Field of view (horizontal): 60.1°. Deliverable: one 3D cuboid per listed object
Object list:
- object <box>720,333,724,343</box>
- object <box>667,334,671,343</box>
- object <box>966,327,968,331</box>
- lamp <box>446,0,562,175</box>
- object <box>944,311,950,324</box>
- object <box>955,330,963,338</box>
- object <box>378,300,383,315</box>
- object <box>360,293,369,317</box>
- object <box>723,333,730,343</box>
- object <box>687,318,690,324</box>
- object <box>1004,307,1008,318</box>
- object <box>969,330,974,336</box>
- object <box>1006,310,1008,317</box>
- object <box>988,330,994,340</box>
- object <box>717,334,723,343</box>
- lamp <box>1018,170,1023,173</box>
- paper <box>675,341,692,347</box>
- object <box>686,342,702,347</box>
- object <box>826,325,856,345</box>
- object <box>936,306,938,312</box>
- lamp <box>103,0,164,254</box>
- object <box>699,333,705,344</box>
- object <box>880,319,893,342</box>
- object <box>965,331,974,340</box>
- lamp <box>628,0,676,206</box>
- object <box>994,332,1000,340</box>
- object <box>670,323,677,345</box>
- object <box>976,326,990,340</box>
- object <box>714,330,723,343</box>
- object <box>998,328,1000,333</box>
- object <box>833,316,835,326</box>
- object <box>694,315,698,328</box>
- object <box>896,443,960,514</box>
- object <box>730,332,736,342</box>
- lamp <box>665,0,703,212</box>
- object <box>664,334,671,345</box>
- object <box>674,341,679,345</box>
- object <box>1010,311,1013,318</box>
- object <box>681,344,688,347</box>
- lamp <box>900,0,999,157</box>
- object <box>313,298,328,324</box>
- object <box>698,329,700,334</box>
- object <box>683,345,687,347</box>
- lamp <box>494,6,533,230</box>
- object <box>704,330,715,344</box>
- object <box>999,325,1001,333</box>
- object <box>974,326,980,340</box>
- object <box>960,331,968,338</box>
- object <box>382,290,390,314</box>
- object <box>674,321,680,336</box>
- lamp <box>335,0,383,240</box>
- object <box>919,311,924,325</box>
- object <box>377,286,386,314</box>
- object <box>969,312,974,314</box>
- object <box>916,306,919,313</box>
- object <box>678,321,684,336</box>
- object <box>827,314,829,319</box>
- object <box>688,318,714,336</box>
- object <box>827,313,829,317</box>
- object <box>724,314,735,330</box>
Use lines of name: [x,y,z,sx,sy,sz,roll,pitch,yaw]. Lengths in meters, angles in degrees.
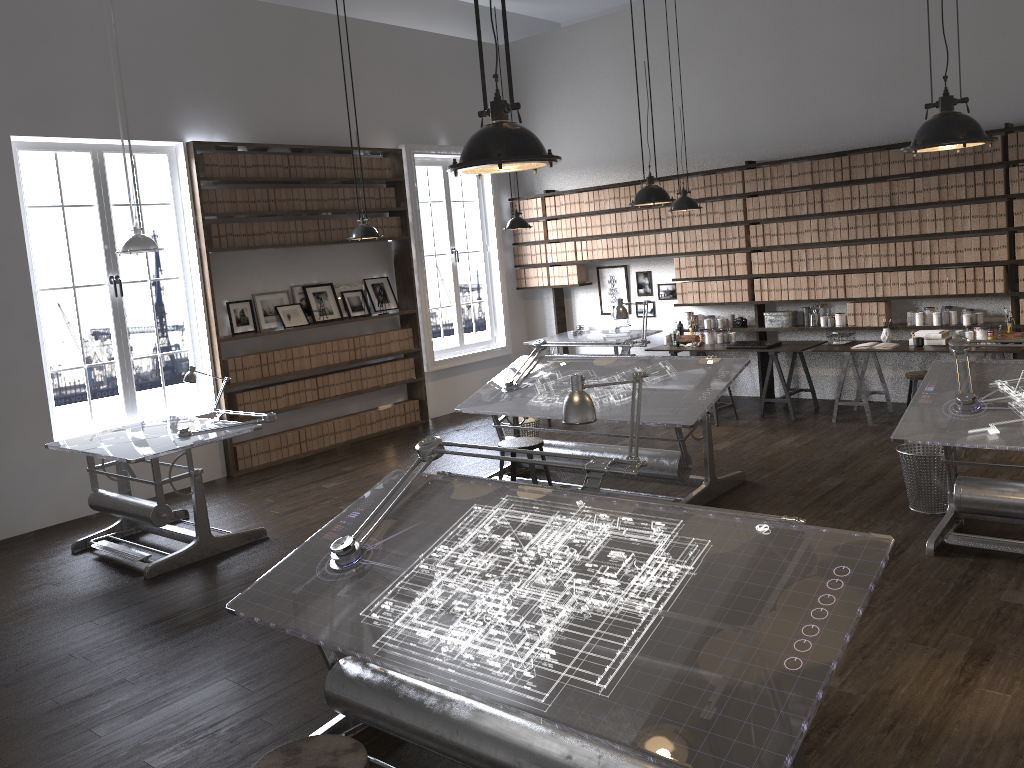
object: [2.176,-0.478,9.149,0.045,0.100,0.044,0,8,40]
object: [1.688,-0.482,9.451,0.070,0.103,0.069,0,8,36]
object: [3.961,-0.441,7.685,0.005,0.117,0.036,-10,8,-43]
lamp: [-0.122,-1.690,2.274,0.310,2.241,0.314,-3,6,21]
object: [3.892,-0.593,7.930,0.045,0.127,0.044,-9,7,-31]
object: [3.898,-0.419,7.714,0.062,0.094,0.062,-6,7,-8]
object: [-1.393,-0.810,9.375,0.040,0.165,0.067,0,8,41]
object: [-1.542,-0.825,9.243,0.040,0.259,0.124,0,8,41]
object: [2.206,-0.472,9.100,0.062,0.093,0.063,-5,7,0]
object: [1.877,-0.603,9.288,0.071,0.185,0.008,0,8,42]
object: [4.119,-0.531,7.363,0.007,0.213,0.055,-10,8,-42]
object: [3.956,-0.411,7.626,0.045,0.100,0.044,0,8,41]
object: [4.134,-0.522,7.369,0.006,0.181,0.053,-6,6,-6]
object: [4.016,-0.391,7.424,0.049,0.111,0.049,1,8,44]
object: [2.136,-0.467,9.103,0.062,0.094,0.062,-6,7,-9]
lamp: [3.558,-2.581,5.980,0.313,2.241,0.311,-8,6,-24]
paper: [1.775,-0.415,9.181,0.155,0.038,0.138,-1,9,26]
object: [1.861,-0.411,9.079,0.132,0.050,0.198,-8,9,-20]
object: [3.066,-0.453,8.250,0.204,0.160,0.285,1,10,40]
object: [3.824,-0.615,7.954,0.030,0.168,0.004,-8,6,-27]
lamp: [-2.661,-2.016,5.989,0.310,2.241,0.314,-3,6,21]
object: [1.968,-0.468,9.177,0.049,0.111,0.049,-1,8,37]
object: [3.425,-0.487,8.100,0.101,0.208,0.102,-6,6,-4]
object: [3.916,-0.400,7.579,0.062,0.094,0.062,-5,6,1]
lamp: [0.810,-2.281,5.648,0.314,2.241,0.311,-8,6,-29]
object: [4.078,-0.390,7.457,0.060,0.088,0.060,1,9,45]
object: [1.701,-0.531,9.345,0.069,0.228,0.068,-1,7,38]
object: [3.989,-0.413,7.495,0.104,0.141,0.105,-11,9,-41]
object: [2.148,-0.497,9.212,0.095,0.127,0.094,1,9,44]
object: [4.081,-0.421,7.435,0.040,0.129,0.005,0,7,39]
object: [3.134,-0.610,8.580,0.045,0.100,0.044,1,8,43]
object: [1.981,-0.677,9.567,0.050,0.139,0.051,-1,8,38]
object: [2.547,0.577,5.417,0.354,0.376,0.354,-9,8,-27]
object: [2.273,-0.480,9.106,0.062,0.094,0.062,-5,6,0]
lamp: [1.442,-2.660,7.792,0.310,2.241,0.314,-3,6,21]
object: [1.645,-0.469,9.387,0.068,0.104,0.069,1,9,45]
object: [1.731,-0.430,9.301,0.049,0.037,0.049,0,9,37]
object: [4.132,-0.518,7.350,0.008,0.185,0.072,-6,6,-6]
object: [1.773,-0.402,9.145,0.011,0.017,0.172,-7,9,-17]
lamp: [1.434,-1.935,3.008,0.313,2.254,0.311,-8,6,-24]
object: [-1.904,-0.726,8.799,0.040,0.259,0.175,0,8,41]
object: [1.966,-0.500,9.254,0.033,0.147,0.005,0,8,42]
object: [1.782,-0.394,9.145,0.008,0.006,0.120,-6,9,-8]
lamp: [-0.040,-2.714,9.055,0.310,2.241,0.314,-3,6,21]
object: [2.042,-0.486,9.162,0.105,0.141,0.104,-1,8,33]
object: [4.091,-0.421,7.434,0.033,0.147,0.005,0,7,40]
object: [4.022,-0.427,7.608,0.095,0.127,0.094,0,8,37]
object: [3.902,-0.409,7.647,0.063,0.093,0.063,-6,7,-8]
object: [-1.362,-0.882,9.509,0.040,0.260,0.111,0,8,41]
object: [1.746,-0.547,9.399,0.069,0.236,0.068,-1,7,38]
lamp: [-1.366,-2.362,7.511,0.310,2.241,0.314,-3,6,21]
object: [3.718,-0.594,8.041,0.045,0.127,0.044,0,8,41]
object: [-1.388,-0.890,9.437,0.040,0.302,0.119,0,8,41]
object: [4.052,-0.579,7.806,0.044,0.102,0.045,-1,7,32]
object: [3.723,-0.628,8.103,0.041,0.168,0.009,0,8,44]
object: [1.801,-0.557,9.463,0.069,0.228,0.068,-1,7,38]
object: [3.063,-0.618,8.567,0.028,0.126,0.004,-1,7,39]
object: [2.006,-0.600,9.348,0.346,0.145,0.077,-9,7,-26]
object: [3.069,-0.626,8.567,0.041,0.124,0.008,-2,7,29]
object: [2.293,-0.641,9.284,0.107,0.161,0.237,-4,8,7]
